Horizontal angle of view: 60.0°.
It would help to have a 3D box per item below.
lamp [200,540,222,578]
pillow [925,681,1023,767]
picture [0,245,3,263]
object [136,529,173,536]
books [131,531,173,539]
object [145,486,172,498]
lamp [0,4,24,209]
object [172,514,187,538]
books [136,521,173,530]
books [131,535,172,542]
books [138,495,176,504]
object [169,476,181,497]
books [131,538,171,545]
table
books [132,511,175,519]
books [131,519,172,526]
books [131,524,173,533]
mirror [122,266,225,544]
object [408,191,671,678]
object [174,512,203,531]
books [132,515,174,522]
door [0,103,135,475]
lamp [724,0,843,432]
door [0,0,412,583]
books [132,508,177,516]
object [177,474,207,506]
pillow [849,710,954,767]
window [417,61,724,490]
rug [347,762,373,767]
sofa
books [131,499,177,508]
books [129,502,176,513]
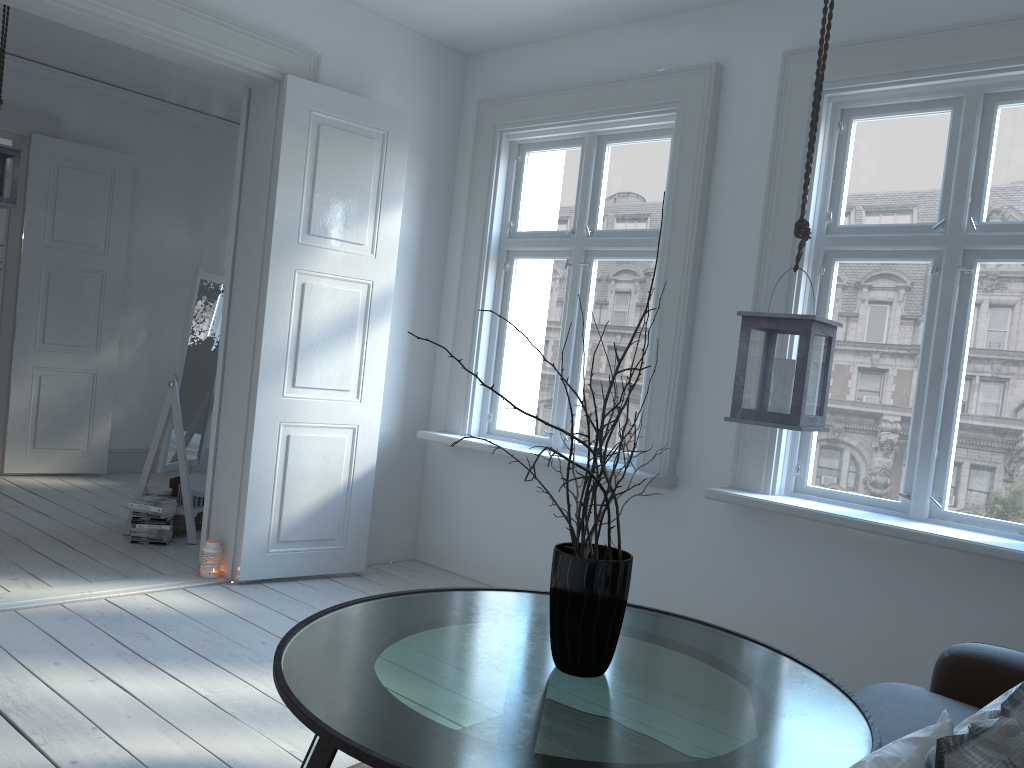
[{"bbox_3d":[-1.413,0.822,4.166,0.089,0.166,0.089,8,3,41],"label":"lamp"},{"bbox_3d":[0.680,0.638,1.315,0.158,0.348,0.473,8,3,40],"label":"pillow"},{"bbox_3d":[-6.385,-1.620,11.024,0.010,0.220,0.225,9,3,42],"label":"picture"},{"bbox_3d":[-1.909,0.786,4.742,0.156,0.014,0.111,6,2,-5],"label":"object"},{"bbox_3d":[-1.924,0.800,4.744,0.181,0.016,0.128,6,2,-3],"label":"books"},{"bbox_3d":[-1.968,0.618,4.930,0.142,0.074,0.142,7,2,25],"label":"object"},{"bbox_3d":[-2.749,-1.853,4.778,0.228,1.763,0.228,8,3,38],"label":"lamp"},{"bbox_3d":[-1.933,0.770,4.968,0.295,0.140,0.185,7,2,13],"label":"object"},{"bbox_3d":[-1.912,0.752,4.746,0.167,0.022,0.128,6,2,-14],"label":"books"},{"bbox_3d":[-1.924,0.816,4.743,0.177,0.016,0.128,6,2,-7],"label":"books"},{"bbox_3d":[-1.893,0.618,4.734,0.156,0.014,0.111,7,2,21],"label":"books"},{"bbox_3d":[-1.899,0.605,5.206,0.155,0.103,0.165,6,2,6],"label":"object"},{"bbox_3d":[-1.928,0.833,4.739,0.178,0.016,0.128,6,2,-10],"label":"books"},{"bbox_3d":[0.106,0.887,2.008,1.298,0.503,1.300,7,2,32],"label":"table"},{"bbox_3d":[-1.911,0.691,4.737,0.176,0.016,0.128,6,2,8],"label":"books"},{"bbox_3d":[-1.923,0.728,4.740,0.193,0.022,0.128,6,2,-16],"label":"books"},{"bbox_3d":[-1.923,0.771,4.743,0.187,0.017,0.132,6,2,-11],"label":"books"},{"bbox_3d":[-1.801,0.096,5.038,0.417,1.490,0.610,7,2,6],"label":"mirror"},{"bbox_3d":[0.072,0.099,1.933,0.525,1.067,0.845,7,2,12],"label":"object"},{"bbox_3d":[-1.889,0.770,5.178,0.295,0.140,0.185,7,2,13],"label":"object"},{"bbox_3d":[-1.914,0.708,4.734,0.178,0.016,0.128,6,2,-5],"label":"books"},{"bbox_3d":[-3.923,-0.659,5.693,0.577,2.507,2.600,8,3,42],"label":"door"},{"bbox_3d":[0.865,-0.752,2.534,0.228,1.763,0.228,8,3,38],"label":"lamp"},{"bbox_3d":[-1.689,-0.361,3.695,0.577,2.507,2.600,8,3,42],"label":"door"},{"bbox_3d":[-1.911,0.675,4.738,0.180,0.016,0.128,7,2,13],"label":"books"},{"bbox_3d":[-1.768,0.597,5.004,0.207,0.159,0.240,5,2,-41],"label":"object"},{"bbox_3d":[0.431,0.606,1.147,0.188,0.309,0.471,8,3,42],"label":"pillow"},{"bbox_3d":[0.256,-0.527,4.308,1.454,1.847,0.375,8,3,42],"label":"window"},{"bbox_3d":[0.100,1.113,1.999,1.454,0.055,1.711,8,2,42],"label":"rug"},{"bbox_3d":[0.704,0.793,1.472,0.967,0.825,2.166,8,2,42],"label":"sofa"},{"bbox_3d":[-1.909,0.632,4.737,0.186,0.017,0.132,7,2,15],"label":"books"},{"bbox_3d":[-1.918,0.652,4.735,0.200,0.026,0.128,7,2,13],"label":"books"}]
